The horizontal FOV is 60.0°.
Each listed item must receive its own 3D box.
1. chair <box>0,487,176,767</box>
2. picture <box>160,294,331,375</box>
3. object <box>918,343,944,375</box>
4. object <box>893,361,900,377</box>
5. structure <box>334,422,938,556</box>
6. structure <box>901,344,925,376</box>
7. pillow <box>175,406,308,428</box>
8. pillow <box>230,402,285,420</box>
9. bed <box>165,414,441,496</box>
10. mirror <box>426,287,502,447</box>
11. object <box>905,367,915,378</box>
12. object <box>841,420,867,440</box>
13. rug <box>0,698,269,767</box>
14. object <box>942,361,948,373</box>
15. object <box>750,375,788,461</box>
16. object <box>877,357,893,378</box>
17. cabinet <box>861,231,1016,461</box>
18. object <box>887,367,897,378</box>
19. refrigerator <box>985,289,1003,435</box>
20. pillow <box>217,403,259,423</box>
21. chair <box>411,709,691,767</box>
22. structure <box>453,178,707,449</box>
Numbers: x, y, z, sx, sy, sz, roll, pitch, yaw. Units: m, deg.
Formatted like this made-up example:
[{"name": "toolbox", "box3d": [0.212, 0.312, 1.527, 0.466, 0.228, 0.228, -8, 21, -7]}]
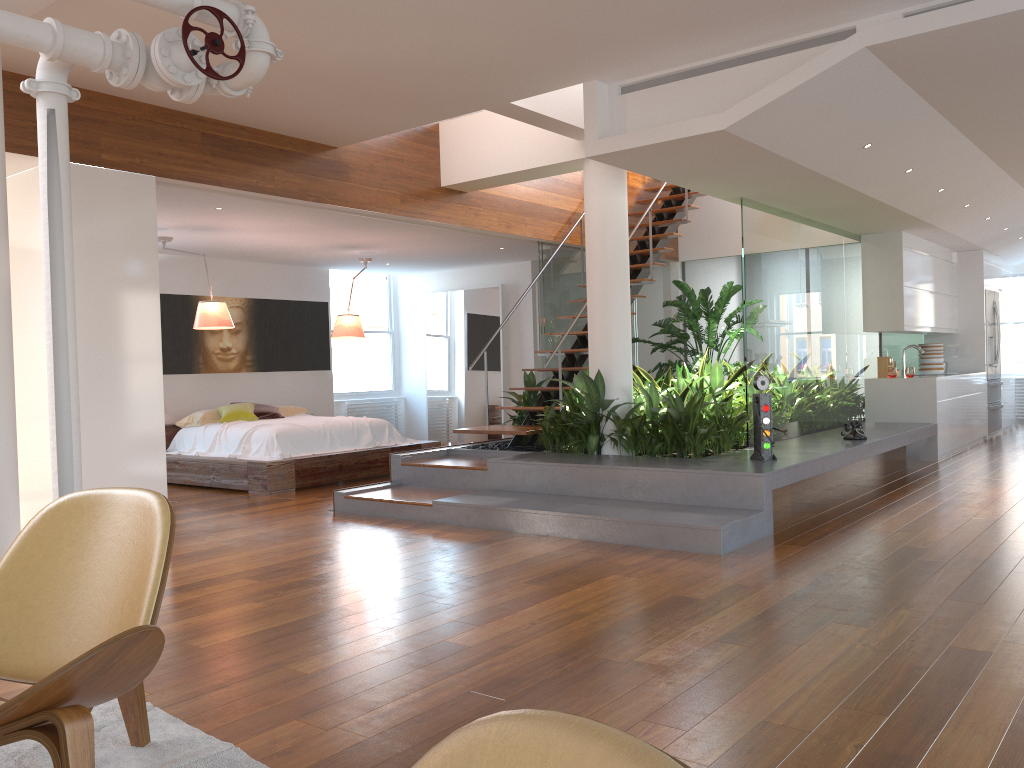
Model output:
[{"name": "chair", "box3d": [-1.113, 0.670, 1.993, 0.856, 0.752, 0.867, -1, 1, 43]}, {"name": "picture", "box3d": [-3.196, -0.549, 9.937, 0.001, 0.854, 2.969, -1, 1, 38]}, {"name": "object", "box3d": [4.870, -0.290, 10.309, 0.266, 0.356, 0.267, -2, 1, -26]}, {"name": "object", "box3d": [4.112, -0.162, 9.572, 0.100, 0.170, 0.173, -1, 1, 40]}, {"name": "structure", "box3d": [1.603, 0.663, 7.861, 3.088, 0.386, 5.584, -1, 1, 38]}, {"name": "structure", "box3d": [4.488, -0.175, 9.908, 0.248, 0.536, 0.115, -1, 1, 38]}, {"name": "pillow", "box3d": [-2.874, 0.352, 9.522, 0.467, 0.212, 1.410, -1, 1, 36]}, {"name": "pillow", "box3d": [-2.701, 0.279, 9.362, 0.534, 0.185, 0.372, -2, 1, -23]}, {"name": "bed", "box3d": [-2.338, 0.643, 9.177, 2.314, 0.595, 2.207, -1, 1, 38]}, {"name": "mirror", "box3d": [-0.639, -0.193, 11.512, 1.267, 2.044, 0.049, -1, 1, 38]}, {"name": "object", "box3d": [4.010, -0.119, 8.936, 0.094, 0.106, 0.094, -1, 1, 44]}, {"name": "object", "box3d": [2.756, 0.370, 7.176, 0.216, 0.155, 0.181, -2, 1, 3]}, {"name": "rug", "box3d": [-1.277, 1.035, 0.581, 3.525, 0.057, 3.478, -1, 1, 42]}, {"name": "object", "box3d": [5.082, -0.220, 10.636, 0.284, 0.196, 0.265, -2, 1, -10]}, {"name": "object", "box3d": [1.685, 0.226, 5.828, 0.134, 0.565, 0.318, -2, 1, -16]}, {"name": "object", "box3d": [3.948, -0.179, 9.384, 0.104, 0.222, 0.200, -1, 1, 38]}, {"name": "cabinet", "box3d": [5.232, -0.446, 10.591, 0.676, 2.280, 4.565, -1, 1, 38]}, {"name": "object", "box3d": [3.896, -0.118, 9.084, 0.094, 0.106, 0.094, -1, 1, 44]}, {"name": "refrigerator", "box3d": [5.737, -0.257, 11.148, 0.725, 1.772, 0.908, -1, 1, 38]}, {"name": "pillow", "box3d": [-2.716, 0.308, 9.431, 0.805, 0.240, 1.341, -1, 1, 34]}, {"name": "chair", "box3d": [-0.249, 0.672, 0.413, 0.867, 0.752, 0.856, -2, 1, -2]}, {"name": "structure", "box3d": [1.777, -1.441, 8.476, 2.552, 4.265, 4.591, -1, 1, 38]}]
